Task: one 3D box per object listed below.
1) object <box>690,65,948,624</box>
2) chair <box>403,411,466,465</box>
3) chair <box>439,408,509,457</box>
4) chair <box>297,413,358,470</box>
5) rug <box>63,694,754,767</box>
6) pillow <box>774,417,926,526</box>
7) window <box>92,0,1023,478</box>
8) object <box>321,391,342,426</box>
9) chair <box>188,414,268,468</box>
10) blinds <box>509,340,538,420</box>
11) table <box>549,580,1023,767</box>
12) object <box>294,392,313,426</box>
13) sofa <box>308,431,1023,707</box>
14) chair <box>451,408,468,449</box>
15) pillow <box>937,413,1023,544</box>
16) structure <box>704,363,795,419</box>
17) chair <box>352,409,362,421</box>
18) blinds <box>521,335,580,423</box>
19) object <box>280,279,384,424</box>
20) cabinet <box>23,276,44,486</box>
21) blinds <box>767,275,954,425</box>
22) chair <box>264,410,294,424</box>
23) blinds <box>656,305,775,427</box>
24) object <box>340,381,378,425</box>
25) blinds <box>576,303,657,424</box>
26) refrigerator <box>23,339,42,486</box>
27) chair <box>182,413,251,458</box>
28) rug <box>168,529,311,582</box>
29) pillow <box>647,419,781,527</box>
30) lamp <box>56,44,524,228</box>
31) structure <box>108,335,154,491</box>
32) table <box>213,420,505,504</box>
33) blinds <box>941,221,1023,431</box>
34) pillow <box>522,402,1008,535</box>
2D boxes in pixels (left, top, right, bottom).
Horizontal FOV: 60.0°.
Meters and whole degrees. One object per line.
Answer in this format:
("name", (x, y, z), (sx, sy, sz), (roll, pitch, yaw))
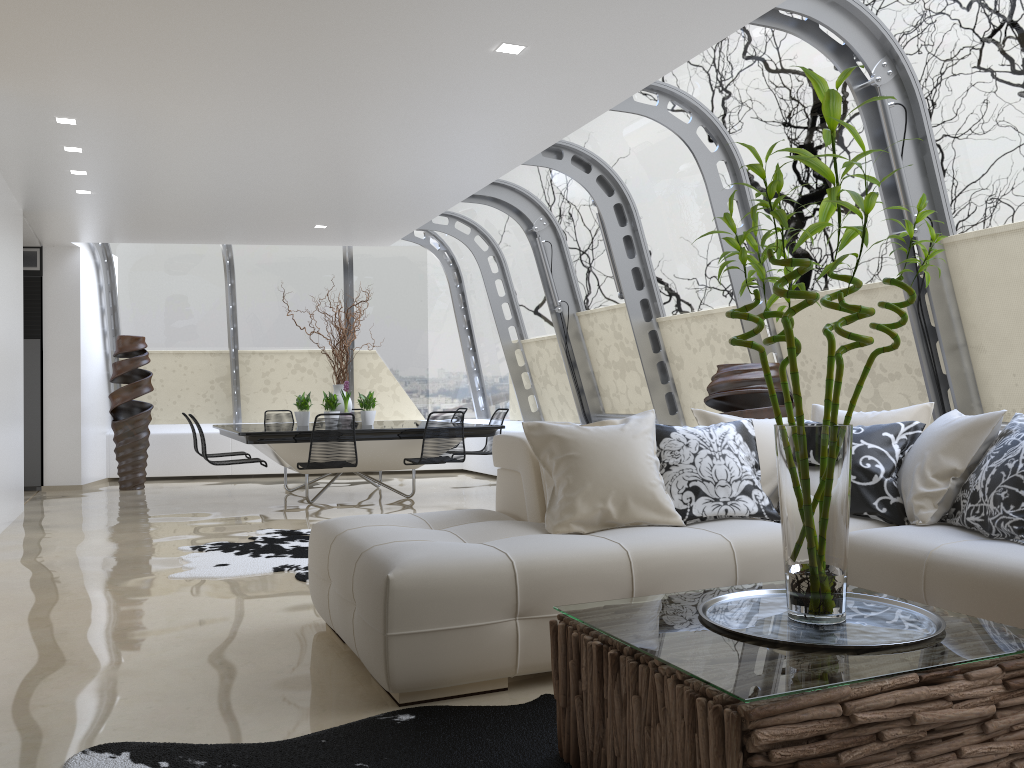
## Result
("object", (0.827, -0.146, 2.411), (0.673, 1.546, 0.584), (-1, -1, 16))
("chair", (-0.703, 0.508, 8.211), (0.446, 0.519, 0.688), (0, -1, -23))
("chair", (-0.396, 0.523, 9.437), (0.688, 0.519, 0.446), (0, -1, -23))
("chair", (-1.621, 0.513, 7.821), (0.446, 0.519, 0.688), (0, -1, -23))
("rug", (0.591, 1.046, 2.291), (2.739, 0.008, 2.740), (0, -1, -37))
("pillow", (1.511, 0.396, 4.008), (0.599, 0.483, 0.405), (-1, -1, 36))
("window", (-5.110, -0.265, 5.072), (16.693, 3.674, 16.171), (0, -1, -17))
("object", (-1.869, 0.252, 9.157), (0.215, 0.369, 0.284), (-1, -1, 10))
("chair", (-2.712, 0.538, 8.453), (0.688, 0.519, 0.446), (0, -1, -23))
("blinds", (0.023, 0.525, 11.924), (0.663, 2.118, 1.829), (0, -1, -23))
("table", (0.731, 0.838, 2.325), (1.007, 0.448, 0.923), (0, -1, -23))
("object", (-2.229, 0.262, 9.474), (0.215, 0.369, 0.284), (-1, -1, 15))
("sofa", (1.342, 0.619, 2.861), (3.257, 0.866, 4.169), (0, -1, -23))
("chair", (-0.895, 0.549, 10.611), (0.688, 0.519, 0.446), (0, -1, -23))
("pillow", (1.933, 0.350, 3.379), (0.382, 0.467, 0.608), (-1, -1, -4))
("structure", (1.565, 0.491, 5.855), (0.674, 1.258, 0.672), (-2, -1, 44))
("chair", (-1.926, 0.571, 11.091), (0.446, 0.519, 0.688), (0, -1, -23))
("blinds", (0.539, -0.039, 10.286), (0.329, 1.027, 1.430), (0, -1, -23))
("object", (-1.969, -0.333, 9.470), (1.031, 1.549, 1.135), (0, -1, -31))
("cabinet", (-6.740, 0.016, 10.741), (2.252, 2.558, 0.831), (-1, -1, -9))
("blinds", (2.345, -0.132, 6.035), (0.329, 1.027, 1.430), (0, -1, -23))
("chair", (-2.778, 0.576, 10.728), (0.446, 0.519, 0.688), (0, -1, -23))
("blinds", (1.743, -0.101, 7.452), (0.329, 1.027, 1.430), (0, -1, -23))
("object", (-1.608, 0.202, 9.414), (0.417, 0.476, 0.238), (-1, -1, 5))
("blinds", (1.114, -0.164, 8.857), (0.387, 1.214, 1.376), (0, -1, -23))
("refrigerator", (-6.099, 0.344, 10.536), (1.006, 1.742, 0.234), (-1, -1, -10))
("chair", (-3.211, 0.564, 9.627), (0.688, 0.519, 0.446), (0, -1, -23))
("rug", (-0.709, 1.128, 6.240), (3.220, 0.008, 2.705), (0, -1, -23))
("pillow", (0.854, 0.393, 3.941), (0.604, 0.471, 0.394), (-1, -1, -7))
("lamp", (-4.590, -1.769, 3.230), (9.775, 0.004, 9.928), (0, -1, -22))
("structure", (-4.530, 0.346, 10.558), (0.498, 1.843, 0.493), (-1, -1, -12))
("table", (-1.773, 0.819, 9.482), (2.494, 0.759, 3.031), (0, -1, -23))
("blinds", (2.915, -0.257, 4.619), (0.387, 1.214, 1.376), (0, -1, -23))
("pillow", (1.768, 0.341, 3.419), (3.322, 0.530, 1.656), (-1, -1, 37))
